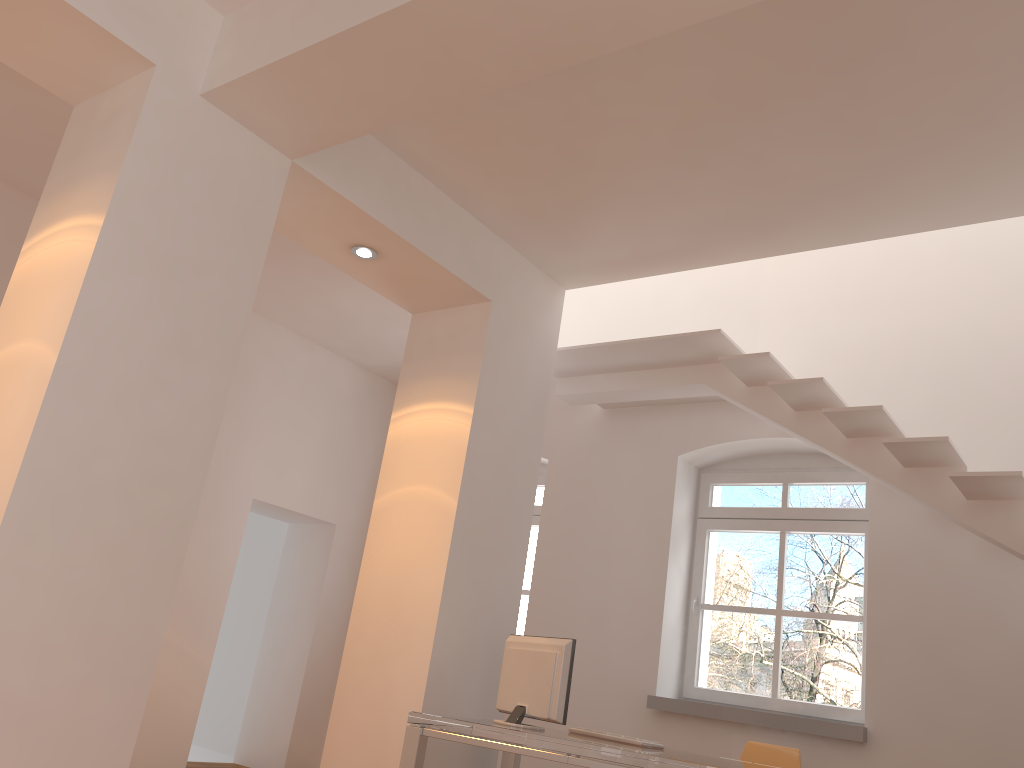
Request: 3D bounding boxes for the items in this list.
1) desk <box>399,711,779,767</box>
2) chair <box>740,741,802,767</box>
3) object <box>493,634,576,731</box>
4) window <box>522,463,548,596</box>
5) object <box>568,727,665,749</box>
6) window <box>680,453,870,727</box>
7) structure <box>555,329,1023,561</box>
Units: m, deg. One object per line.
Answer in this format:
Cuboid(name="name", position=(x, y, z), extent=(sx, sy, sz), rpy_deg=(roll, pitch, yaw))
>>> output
Cuboid(name="desk", position=(0.716, 1.984, 3.775), extent=(2.239, 0.750, 1.092), rpy_deg=(-1, -21, 27))
Cuboid(name="chair", position=(1.195, 2.275, 4.550), extent=(0.464, 0.829, 0.495), rpy_deg=(22, -23, -34))
Cuboid(name="object", position=(0.060, 1.408, 4.222), extent=(0.245, 0.418, 0.516), rpy_deg=(16, -20, -20))
Cuboid(name="window", position=(-0.154, 1.472, 7.317), extent=(1.308, 1.737, 0.142), rpy_deg=(-5, -23, 36))
Cuboid(name="object", position=(0.501, 1.714, 4.304), extent=(0.200, 0.031, 0.467), rpy_deg=(25, -24, -39))
Cuboid(name="window", position=(1.783, 1.293, 5.897), extent=(1.308, 1.737, 0.142), rpy_deg=(-5, -23, 36))
Cuboid(name="structure", position=(1.350, 0.827, 3.652), extent=(4.630, 3.042, 3.450), rpy_deg=(-5, -23, 36))
